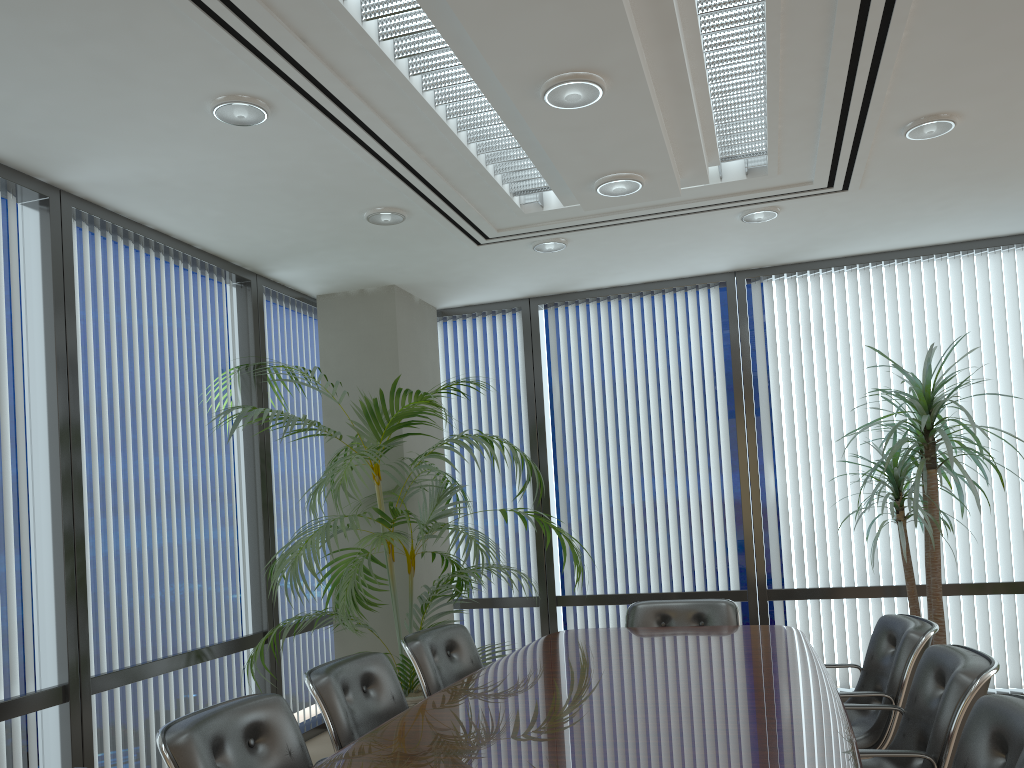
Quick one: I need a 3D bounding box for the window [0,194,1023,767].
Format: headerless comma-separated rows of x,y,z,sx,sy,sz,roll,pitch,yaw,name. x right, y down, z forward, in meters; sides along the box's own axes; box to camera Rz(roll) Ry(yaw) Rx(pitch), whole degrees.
-0.265,0.730,5.552,7.367,2.895,3.563,1,-7,-28,window

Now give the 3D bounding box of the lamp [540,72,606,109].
0.208,-0.989,3.000,0.226,0.035,0.225,-10,-11,40,lamp

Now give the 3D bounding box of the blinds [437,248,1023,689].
1.374,0.749,6.404,4.940,2.894,0.051,-5,-3,16,blinds

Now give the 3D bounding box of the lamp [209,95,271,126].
-1.046,-1.045,3.396,0.226,0.035,0.225,-10,-11,40,lamp

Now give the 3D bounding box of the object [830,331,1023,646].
2.484,0.894,5.244,1.016,2.301,1.038,-3,-3,-9,object

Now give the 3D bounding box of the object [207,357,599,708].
-0.767,1.003,5.317,2.100,2.464,2.170,-7,-6,37,object

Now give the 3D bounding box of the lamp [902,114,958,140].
1.866,-1.140,3.937,0.226,0.035,0.225,-10,-11,40,lamp

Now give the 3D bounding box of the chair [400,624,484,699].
-0.079,1.639,4.346,0.855,0.854,0.762,-5,-5,21,chair

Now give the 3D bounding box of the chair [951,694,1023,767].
1.004,1.273,2.262,0.854,0.854,0.763,-5,-5,16,chair

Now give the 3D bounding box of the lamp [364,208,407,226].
-0.669,-0.882,4.679,0.226,0.035,0.225,-10,-11,40,lamp

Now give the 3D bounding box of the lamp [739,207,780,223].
1.407,-0.957,5.016,0.225,0.035,0.227,-4,-8,6,lamp

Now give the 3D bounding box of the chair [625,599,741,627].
0.936,1.649,4.834,0.760,0.854,0.857,-5,-5,16,chair

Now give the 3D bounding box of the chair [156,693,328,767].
-0.599,1.436,2.731,0.854,0.854,0.763,-5,-5,16,chair

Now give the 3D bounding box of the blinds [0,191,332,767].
-1.925,0.687,4.620,0.032,2.887,4.926,-4,-7,16,blinds

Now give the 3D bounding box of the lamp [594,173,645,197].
0.475,-0.874,3.906,0.226,0.035,0.225,-10,-11,40,lamp

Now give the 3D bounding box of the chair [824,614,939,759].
1.438,1.481,3.878,0.853,0.854,0.739,-4,-5,11,chair

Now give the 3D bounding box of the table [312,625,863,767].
0.345,1.462,2.925,1.510,0.744,4.096,-5,-8,16,table

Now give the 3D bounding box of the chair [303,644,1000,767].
0.442,1.458,3.311,2.532,0.854,0.762,-6,-5,16,chair

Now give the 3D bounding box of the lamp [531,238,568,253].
0.229,-0.837,5.361,0.226,0.035,0.226,-7,-9,26,lamp
